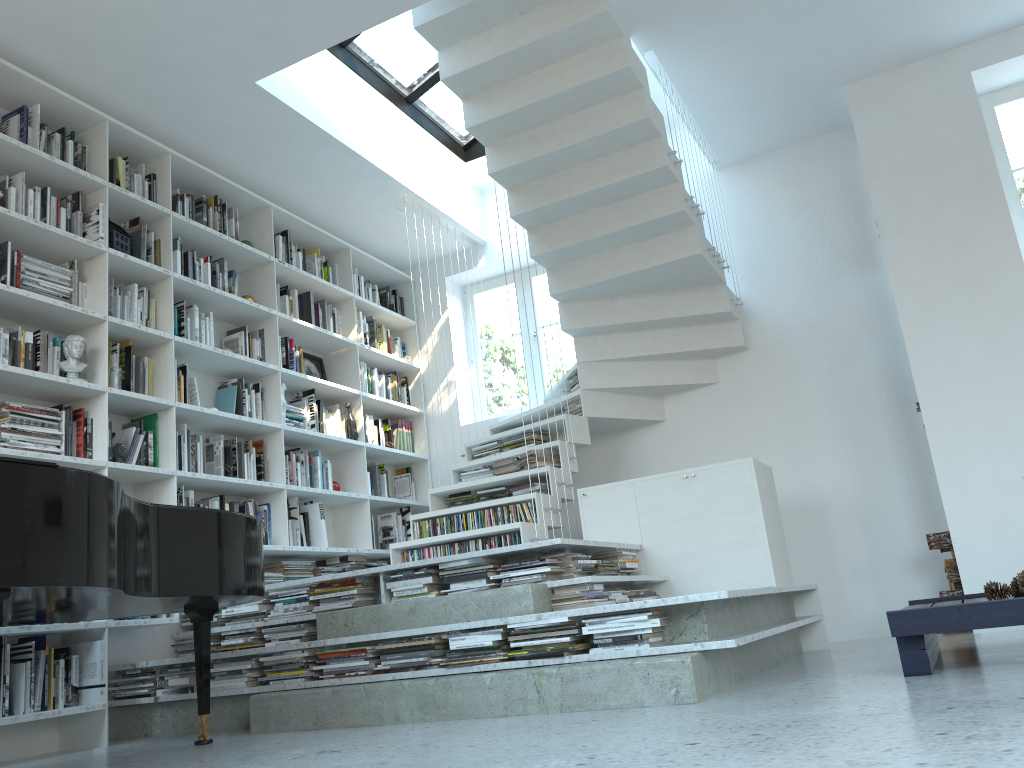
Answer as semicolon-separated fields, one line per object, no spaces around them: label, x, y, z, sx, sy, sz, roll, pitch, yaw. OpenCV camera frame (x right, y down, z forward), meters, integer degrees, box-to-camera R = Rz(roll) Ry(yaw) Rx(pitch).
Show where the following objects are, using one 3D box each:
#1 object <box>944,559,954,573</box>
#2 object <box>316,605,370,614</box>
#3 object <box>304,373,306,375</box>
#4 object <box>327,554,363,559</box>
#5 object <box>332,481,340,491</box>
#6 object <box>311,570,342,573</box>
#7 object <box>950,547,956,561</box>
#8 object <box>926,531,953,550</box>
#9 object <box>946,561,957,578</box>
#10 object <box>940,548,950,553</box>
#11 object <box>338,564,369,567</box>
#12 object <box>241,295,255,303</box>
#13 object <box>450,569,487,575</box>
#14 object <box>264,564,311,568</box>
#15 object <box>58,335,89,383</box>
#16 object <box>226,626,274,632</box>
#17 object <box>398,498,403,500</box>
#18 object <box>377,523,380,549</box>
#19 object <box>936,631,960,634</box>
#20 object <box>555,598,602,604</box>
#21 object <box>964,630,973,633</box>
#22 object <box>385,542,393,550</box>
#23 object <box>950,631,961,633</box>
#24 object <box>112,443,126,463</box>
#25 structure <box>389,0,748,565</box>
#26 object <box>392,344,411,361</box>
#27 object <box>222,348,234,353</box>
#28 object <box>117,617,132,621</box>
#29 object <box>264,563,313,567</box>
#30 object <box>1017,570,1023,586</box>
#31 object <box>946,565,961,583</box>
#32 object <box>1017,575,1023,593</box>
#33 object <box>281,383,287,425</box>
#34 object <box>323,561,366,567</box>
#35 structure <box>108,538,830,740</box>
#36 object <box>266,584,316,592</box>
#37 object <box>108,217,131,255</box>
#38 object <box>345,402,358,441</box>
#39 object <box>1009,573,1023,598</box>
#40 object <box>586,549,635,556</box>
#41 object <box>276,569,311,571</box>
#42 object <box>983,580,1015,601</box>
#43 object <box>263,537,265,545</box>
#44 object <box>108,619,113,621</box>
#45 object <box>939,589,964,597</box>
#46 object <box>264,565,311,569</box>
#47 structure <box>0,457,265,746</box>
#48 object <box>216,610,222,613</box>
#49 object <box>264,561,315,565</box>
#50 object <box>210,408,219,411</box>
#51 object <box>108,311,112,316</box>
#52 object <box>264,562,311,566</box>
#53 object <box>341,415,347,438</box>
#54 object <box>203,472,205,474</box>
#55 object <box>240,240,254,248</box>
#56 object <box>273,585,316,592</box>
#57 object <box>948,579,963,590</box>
object;2.638;1.002;4.970;0.406;0.086;0.088;-13;-16;22
object;-0.820;1.119;4.399;0.267;0.010;0.145;-12;-16;20
object;-1.412;-0.033;5.930;0.091;0.092;0.092;-2;-15;-15
object;-1.120;1.163;5.940;0.210;0.015;0.130;-13;-17;23
object;-1.216;0.711;5.979;0.115;0.116;0.115;-7;-15;3
object;-1.218;1.232;5.799;0.207;0.008;0.328;-14;-17;24
object;2.603;0.879;4.773;0.434;0.103;0.141;-13;-16;21
object;2.466;0.823;4.757;0.443;0.094;0.096;-13;-16;21
object;2.594;1.059;4.845;0.406;0.224;0.068;-11;-15;17
object;2.590;0.859;4.919;0.418;0.100;0.110;-14;-17;26
object;-1.118;1.220;5.915;0.295;0.004;0.145;-13;-16;22
object;-1.651;-0.503;5.523;0.100;0.101;0.101;-7;-15;3
object;-0.169;0.875;4.121;0.203;0.006;0.142;-13;-16;22
object;-1.388;1.126;5.484;0.161;0.005;0.254;-14;-17;24
object;-2.098;-0.110;4.236;0.138;0.243;0.138;-4;-15;-9
object;-1.366;1.274;4.616;0.215;0.007;0.131;-12;-16;20
object;-0.857;0.906;6.764;0.071;0.072;0.072;-2;-15;-15
object;-0.924;1.114;6.410;0.101;0.231;0.008;-14;-16;24
object;2.549;1.263;4.780;0.642;0.108;0.135;-10;-15;13
object;0.288;0.950;3.884;0.140;0.004;0.204;-15;-17;27
object;2.608;1.257;4.690;0.408;0.097;0.138;-12;-16;18
object;-0.868;1.164;6.313;0.071;0.072;0.072;-2;-15;-15
object;2.608;1.309;4.897;0.447;0.097;0.117;-12;-16;20
object;-1.917;0.344;4.332;0.079;0.113;0.054;-13;-16;23
structure;0.154;-0.379;5.179;1.956;3.372;2.619;-13;-16;24
object;-0.885;-0.227;6.930;0.095;0.136;0.204;-19;-19;39
object;-1.733;-0.160;5.367;0.111;0.112;0.112;-7;-15;3
object;-1.845;1.082;4.218;0.093;0.094;0.094;-2;-15;-15
object;-1.389;1.121;5.486;0.159;0.005;0.285;-14;-17;24
object;1.870;0.718;3.190;0.099;0.102;0.097;-6;-15;-4
object;2.555;1.003;4.765;0.393;0.092;0.129;-12;-16;20
object;1.816;0.689;3.091;0.090;0.105;0.097;7;-20;-42
object;-1.427;0.133;5.493;0.087;0.287;0.075;2;-17;-29
object;-1.121;1.204;5.917;0.260;0.005;0.142;-15;-17;28
structure;-0.055;1.302;4.792;3.116;0.657;2.905;-14;-17;24
object;-1.093;1.045;4.548;0.285;0.007;0.160;-13;-16;21
object;-2.113;-0.753;4.689;0.135;0.247;0.135;-11;-15;15
object;-1.114;0.273;6.141;0.087;0.287;0.075;2;-17;-29
object;1.863;0.743;3.250;0.078;0.100;0.086;-7;-15;-1
object;0.518;0.885;4.675;0.177;0.030;0.284;-14;-17;24
object;-1.385;1.156;5.473;0.161;0.005;0.254;-14;-17;24
object;1.771;0.755;3.226;0.098;0.084;0.078;-14;-16;25
object;-1.456;0.865;5.039;0.064;0.113;0.161;-10;-15;12
object;-1.884;0.993;4.124;0.046;0.224;0.053;-17;-18;36
object;2.499;1.114;4.676;0.442;0.094;0.096;-13;-16;21
object;-1.387;1.131;5.483;0.161;0.005;0.254;-14;-17;24
structure;-1.438;0.820;2.789;1.336;0.830;1.922;-14;-17;24
object;-1.608;1.237;4.787;0.221;0.011;0.135;-15;-17;28
object;-1.379;1.108;5.483;0.159;0.005;0.285;-15;-17;29
object;-1.722;0.171;5.109;0.071;0.072;0.072;-2;-15;-15
object;-2.069;-0.341;4.503;0.071;0.072;0.072;-2;-15;-15
object;-1.387;1.115;5.486;0.161;0.005;0.254;-14;-17;25
object;-1.232;0.338;6.191;0.179;0.211;0.022;-14;-16;24
object;-1.750;0.516;4.955;0.071;0.072;0.072;-2;-15;-15
object;-1.687;-0.857;5.613;0.104;0.105;0.104;-2;-15;-15
object;-1.086;1.054;4.559;0.257;0.005;0.144;-14;-17;24
object;2.631;1.086;4.893;0.397;0.109;0.133;-9;-15;10
